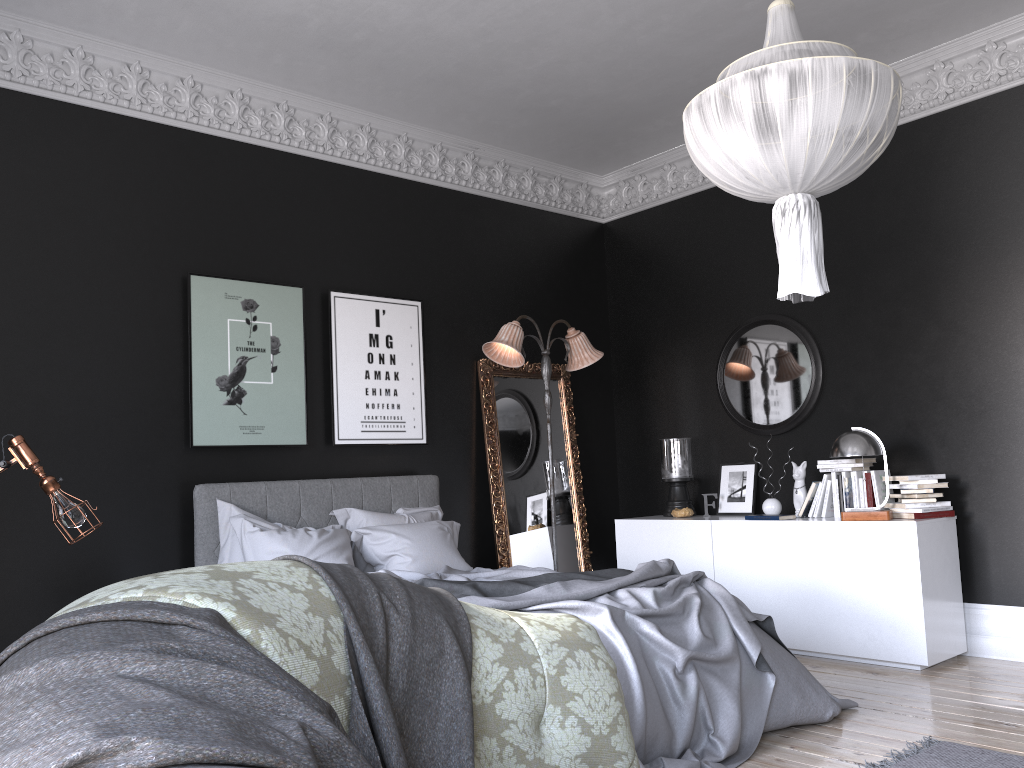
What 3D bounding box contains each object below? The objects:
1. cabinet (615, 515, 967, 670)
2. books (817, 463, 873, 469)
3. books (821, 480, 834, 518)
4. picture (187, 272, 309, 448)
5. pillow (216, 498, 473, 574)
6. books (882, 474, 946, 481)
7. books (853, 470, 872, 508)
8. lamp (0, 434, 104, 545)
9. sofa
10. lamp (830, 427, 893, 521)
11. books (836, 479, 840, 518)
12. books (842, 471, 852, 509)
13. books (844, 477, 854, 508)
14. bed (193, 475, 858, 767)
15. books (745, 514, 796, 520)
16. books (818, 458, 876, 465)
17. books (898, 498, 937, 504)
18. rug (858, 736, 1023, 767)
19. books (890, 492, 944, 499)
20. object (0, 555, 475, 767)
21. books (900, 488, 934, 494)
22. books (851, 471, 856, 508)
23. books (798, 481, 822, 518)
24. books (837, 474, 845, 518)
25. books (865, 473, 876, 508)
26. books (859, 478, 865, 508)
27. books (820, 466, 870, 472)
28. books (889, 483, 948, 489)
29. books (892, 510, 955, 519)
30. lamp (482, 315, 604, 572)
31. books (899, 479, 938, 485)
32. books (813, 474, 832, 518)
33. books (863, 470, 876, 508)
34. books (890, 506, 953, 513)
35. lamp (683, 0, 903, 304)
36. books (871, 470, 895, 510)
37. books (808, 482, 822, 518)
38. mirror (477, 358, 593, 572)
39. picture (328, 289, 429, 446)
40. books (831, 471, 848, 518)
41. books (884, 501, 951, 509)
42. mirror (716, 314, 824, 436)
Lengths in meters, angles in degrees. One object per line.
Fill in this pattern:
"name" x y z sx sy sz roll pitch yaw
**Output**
"cabinet" 1.838 1.393 6.294 0.570 0.881 2.400 2 -7 -41
"books" 2.265 0.555 6.030 0.307 0.024 0.220 -7 -8 38
"books" 2.206 0.784 6.092 0.195 0.256 0.091 2 -7 -41
"picture" -1.667 -0.135 5.649 0.792 1.076 0.014 2 -7 -41
"pillow" -0.974 1.045 5.517 1.831 0.758 0.681 3 -7 -41
"books" 2.561 0.597 5.656 0.306 0.030 0.221 0 -6 -21
"books" 2.353 0.734 5.923 0.220 0.307 0.024 2 -7 -41
"lamp" -2.786 0.914 4.039 1.718 1.776 0.438 -2 -5 -3
"sofa" 0.402 0.737 0.540 1.606 1.158 2.817 2 -8 -40
"lamp" 2.210 0.568 5.641 0.341 0.589 0.329 -5 -6 28
"books" 2.267 0.773 6.022 0.195 0.258 0.026 2 -7 -41
"books" 2.302 0.743 5.982 0.220 0.307 0.024 2 -7 -41
"books" 2.290 0.759 5.934 0.204 0.269 0.029 2 -7 -41
"bed" -0.278 1.105 4.633 3.287 1.296 2.767 -7 -7 37
"books" 1.782 0.918 6.111 0.193 0.030 0.290 2 -7 -36
"books" 2.284 0.529 6.051 0.220 0.030 0.307 1 -7 -31
"books" 2.580 0.739 5.655 0.203 0.029 0.269 -5 -6 18
"rug" 2.233 1.344 1.985 2.106 0.049 3.650 3 -8 -41
"books" 2.580 0.711 5.667 0.193 0.030 0.290 -2 -6 -10
"object" -0.321 0.553 1.216 0.517 0.584 1.369 -3 -6 8
"books" 2.579 0.679 5.654 0.193 0.030 0.290 -5 -7 23
"books" 2.357 0.739 5.961 0.221 0.306 0.030 2 -7 -41
"books" 2.103 0.801 6.163 0.203 0.246 0.159 2 -7 -41
"books" 2.266 0.753 5.986 0.193 0.289 0.030 2 -7 -42
"books" 2.416 0.730 5.855 0.235 0.295 0.038 2 -7 -41
"books" 2.375 0.755 5.901 0.195 0.258 0.026 2 -7 -41
"books" 2.263 0.581 6.033 0.195 0.026 0.259 1 -7 -31
"books" 2.585 0.649 5.657 0.220 0.030 0.307 -1 -6 -11
"books" 2.588 0.824 5.602 0.295 0.038 0.235 -1 -6 -14
"lamp" 0.290 0.707 6.448 0.986 2.407 0.774 -2 -5 -9
"books" 2.597 0.624 5.675 0.220 0.024 0.308 -5 -7 23
"books" 2.182 0.767 6.117 0.220 0.295 0.127 2 -7 -41
"books" 2.412 0.729 5.898 0.221 0.306 0.030 2 -7 -41
"books" 2.589 0.793 5.615 0.319 0.025 0.229 1 -7 -31
"lamp" 1.021 -1.322 3.350 0.782 2.045 0.785 -3 -5 2
"books" 2.442 0.720 5.822 0.220 0.307 0.050 2 -7 -41
"books" 2.153 0.799 6.152 0.195 0.244 0.132 2 -7 -41
"mirror" 0.226 0.893 7.082 0.991 2.188 0.254 2 -7 -41
"picture" -0.938 -0.101 6.289 0.792 1.076 0.014 2 -7 -41
"books" 2.264 0.754 6.066 0.221 0.306 0.030 2 -7 -41
"books" 2.576 0.768 5.644 0.318 0.031 0.229 -1 -6 -11
"mirror" 1.935 -0.070 6.747 0.061 0.923 0.925 2 -7 -41
